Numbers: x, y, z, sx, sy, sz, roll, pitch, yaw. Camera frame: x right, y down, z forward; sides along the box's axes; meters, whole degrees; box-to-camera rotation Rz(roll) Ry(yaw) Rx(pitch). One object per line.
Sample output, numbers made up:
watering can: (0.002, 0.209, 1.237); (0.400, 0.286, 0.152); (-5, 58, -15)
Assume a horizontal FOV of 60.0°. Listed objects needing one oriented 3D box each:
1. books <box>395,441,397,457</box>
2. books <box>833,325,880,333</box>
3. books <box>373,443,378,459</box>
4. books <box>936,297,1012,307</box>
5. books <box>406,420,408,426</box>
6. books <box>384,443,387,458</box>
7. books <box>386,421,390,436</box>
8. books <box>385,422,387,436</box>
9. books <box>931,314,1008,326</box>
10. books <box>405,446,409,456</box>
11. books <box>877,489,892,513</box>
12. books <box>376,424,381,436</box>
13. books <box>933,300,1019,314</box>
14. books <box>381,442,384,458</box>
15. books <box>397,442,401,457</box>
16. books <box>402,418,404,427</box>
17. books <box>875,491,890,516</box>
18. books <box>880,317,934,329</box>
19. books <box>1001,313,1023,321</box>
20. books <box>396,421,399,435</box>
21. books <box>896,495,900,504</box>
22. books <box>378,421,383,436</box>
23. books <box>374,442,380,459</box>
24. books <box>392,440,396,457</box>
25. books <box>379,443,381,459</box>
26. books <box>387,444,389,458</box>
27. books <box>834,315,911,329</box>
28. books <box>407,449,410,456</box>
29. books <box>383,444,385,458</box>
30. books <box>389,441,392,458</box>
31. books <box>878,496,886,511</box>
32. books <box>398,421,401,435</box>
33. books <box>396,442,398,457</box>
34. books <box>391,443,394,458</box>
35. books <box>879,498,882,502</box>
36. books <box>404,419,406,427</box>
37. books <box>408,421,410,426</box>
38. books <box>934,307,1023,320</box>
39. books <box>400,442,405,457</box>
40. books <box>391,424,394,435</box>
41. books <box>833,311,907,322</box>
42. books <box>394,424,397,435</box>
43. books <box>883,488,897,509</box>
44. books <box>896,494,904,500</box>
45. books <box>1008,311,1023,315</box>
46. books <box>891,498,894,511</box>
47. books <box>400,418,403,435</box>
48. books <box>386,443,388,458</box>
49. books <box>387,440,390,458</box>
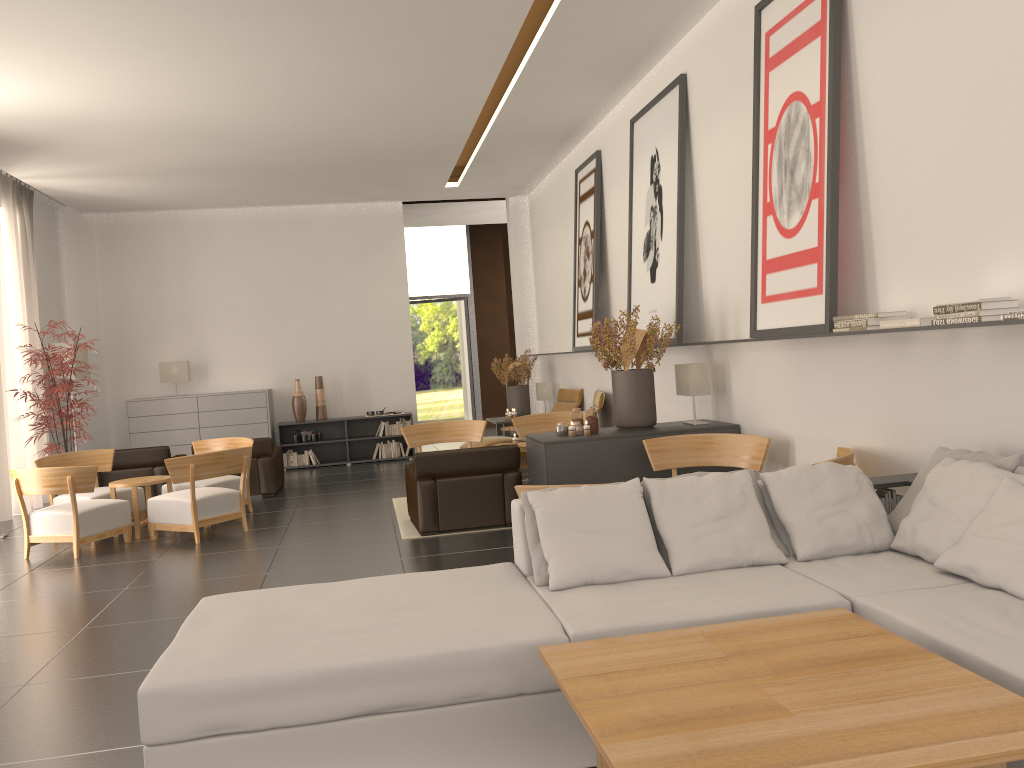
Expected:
books: (-2.733, 1.538, 20.900); (0.023, 0.356, 0.266); (-4, 1, -10)
books: (2.987, -0.466, 7.409); (0.377, 0.032, 0.504); (-4, 2, -10)
books: (-3.205, 1.574, 20.827); (0.154, 0.360, 0.249); (-4, 1, -10)
books: (3.165, -0.564, 6.085); (0.256, 0.023, 0.434); (-4, 2, -10)
books: (-2.480, 1.020, 20.922); (0.039, 0.312, 0.246); (-4, 1, -10)
books: (-2.977, 1.570, 20.862); (0.057, 0.328, 0.257); (-4, 1, -10)
books: (-2.921, 1.045, 20.876); (0.054, 0.328, 0.187); (-4, 1, -10)
books: (-2.953, 1.050, 20.836); (0.019, 0.324, 0.254); (-4, 1, -10)
books: (3.180, -0.442, 6.082); (0.316, 0.040, 0.504); (-4, 2, -10)
books: (-2.463, 1.517, 20.955); (0.154, 0.360, 0.249); (-4, 1, -10)
books: (2.879, 0.950, 6.848); (0.021, 0.274, 0.156); (-4, 1, -10)
books: (-3.138, 1.082, 20.806); (0.142, 0.289, 0.252); (-4, 1, -10)
books: (3.166, -0.525, 6.070); (0.284, 0.053, 0.485); (-4, 2, -10)
books: (-3.046, 1.551, 20.855); (0.041, 0.377, 0.248); (-4, 1, -10)
books: (-2.678, 1.538, 20.945); (0.057, 0.346, 0.197); (-4, 1, -10)
books: (-2.560, 0.989, 20.922); (0.029, 0.385, 0.219); (-4, 1, -10)
books: (2.856, 0.961, 6.841); (0.028, 0.254, 0.149); (-4, 1, -10)
books: (3.086, -0.470, 6.796); (0.301, 0.064, 0.406); (-5, 2, -20)
books: (3.330, -0.429, 5.421); (0.337, 0.034, 0.517); (-5, 2, -15)
books: (-2.696, 1.037, 20.886); (0.054, 0.311, 0.244); (-4, 1, -10)
books: (2.947, 0.968, 6.866); (0.028, 0.226, 0.168); (-4, 1, -10)
books: (-3.083, 1.046, 20.823); (0.138, 0.354, 0.236); (-4, 1, -10)
books: (-3.177, 1.566, 20.831); (0.156, 0.371, 0.252); (-4, 1, -10)
books: (-2.784, 1.517, 20.902); (0.041, 0.404, 0.245); (-4, 1, -10)
books: (-3.098, 1.573, 20.837); (0.071, 0.344, 0.265); (-4, 1, -10)
books: (-2.925, 1.571, 20.887); (0.018, 0.318, 0.227); (-4, 1, -10)
books: (2.998, -0.514, 7.399); (0.391, 0.063, 0.498); (-4, 2, -10)
books: (-2.434, 1.509, 20.959); (0.156, 0.371, 0.252); (-4, 1, -10)
books: (-3.014, 1.576, 20.859); (0.018, 0.321, 0.252); (-4, 1, -10)
books: (-2.868, 1.537, 20.900); (0.041, 0.377, 0.221); (-4, 1, -10)
books: (2.826, 0.979, 6.848); (0.028, 0.222, 0.175); (-4, 1, -10)
books: (-2.650, 1.030, 20.898); (0.039, 0.318, 0.236); (-4, 1, -10)
books: (-2.710, 1.543, 20.903); (0.020, 0.342, 0.268); (-4, 1, -10)
books: (-2.822, 1.555, 20.894); (0.041, 0.335, 0.248); (-4, 1, -10)
books: (2.796, 0.985, 6.836); (0.034, 0.217, 0.161); (-4, 1, -10)
books: (-2.525, 1.000, 20.933); (0.039, 0.358, 0.210); (-4, 1, -10)
books: (-2.437, 1.020, 20.940); (0.048, 0.305, 0.226); (-4, 1, -10)
books: (3.209, -0.483, 6.088); (0.350, 0.038, 0.525); (-4, 2, -5)
books: (-2.594, 1.544, 20.938); (0.106, 0.325, 0.238); (-4, 1, -10)
books: (-2.810, 1.076, 20.905); (0.054, 0.249, 0.167); (-4, 1, -10)
books: (2.979, -0.564, 7.399); (0.299, 0.040, 0.526); (-5, 2, -20)
books: (-2.756, 1.072, 20.915); (0.054, 0.249, 0.167); (-4, 1, -10)
books: (2.917, 0.947, 6.859); (0.028, 0.273, 0.165); (-4, 1, -10)
books: (2.980, 0.968, 6.874); (0.039, 0.221, 0.174); (-4, 1, -10)
books: (3.340, -0.455, 5.415); (0.337, 0.018, 0.433); (-5, 2, -15)
books: (2.899, 0.978, 6.850); (0.012, 0.215, 0.153); (-4, 1, -10)
books: (-2.613, 0.994, 20.906); (0.039, 0.384, 0.232); (-4, 1, -10)
books: (-2.939, 1.568, 20.865); (0.016, 0.328, 0.265); (-4, 1, -10)
books: (-2.904, 1.525, 20.888); (0.031, 0.406, 0.231); (-4, 1, -10)
